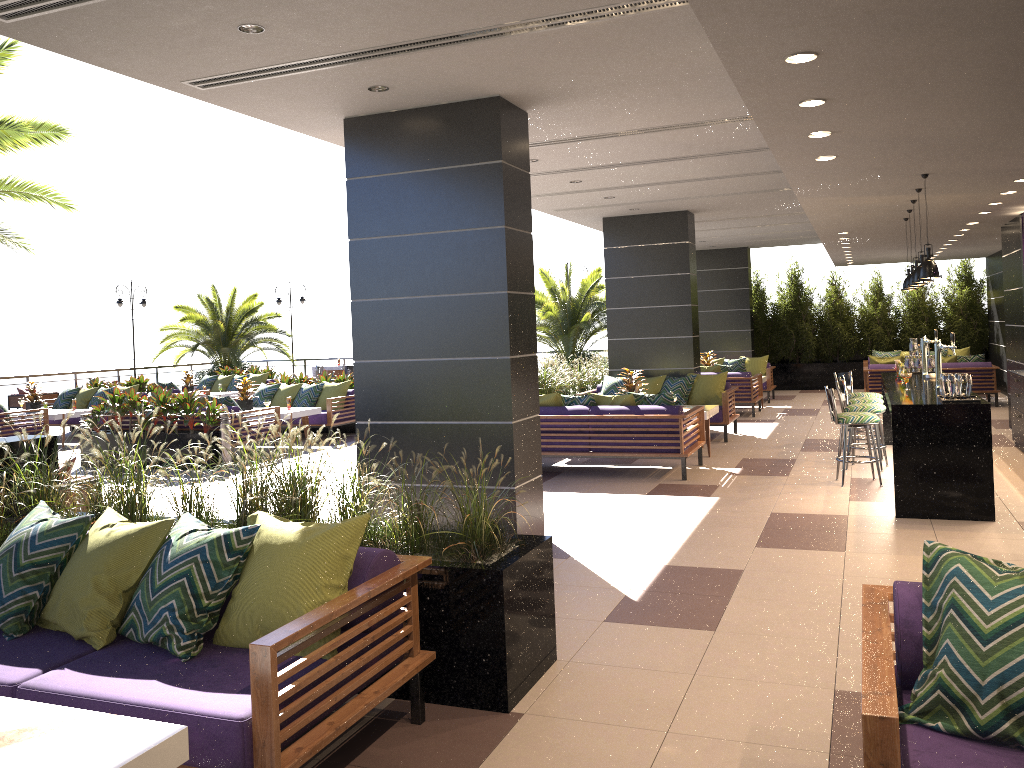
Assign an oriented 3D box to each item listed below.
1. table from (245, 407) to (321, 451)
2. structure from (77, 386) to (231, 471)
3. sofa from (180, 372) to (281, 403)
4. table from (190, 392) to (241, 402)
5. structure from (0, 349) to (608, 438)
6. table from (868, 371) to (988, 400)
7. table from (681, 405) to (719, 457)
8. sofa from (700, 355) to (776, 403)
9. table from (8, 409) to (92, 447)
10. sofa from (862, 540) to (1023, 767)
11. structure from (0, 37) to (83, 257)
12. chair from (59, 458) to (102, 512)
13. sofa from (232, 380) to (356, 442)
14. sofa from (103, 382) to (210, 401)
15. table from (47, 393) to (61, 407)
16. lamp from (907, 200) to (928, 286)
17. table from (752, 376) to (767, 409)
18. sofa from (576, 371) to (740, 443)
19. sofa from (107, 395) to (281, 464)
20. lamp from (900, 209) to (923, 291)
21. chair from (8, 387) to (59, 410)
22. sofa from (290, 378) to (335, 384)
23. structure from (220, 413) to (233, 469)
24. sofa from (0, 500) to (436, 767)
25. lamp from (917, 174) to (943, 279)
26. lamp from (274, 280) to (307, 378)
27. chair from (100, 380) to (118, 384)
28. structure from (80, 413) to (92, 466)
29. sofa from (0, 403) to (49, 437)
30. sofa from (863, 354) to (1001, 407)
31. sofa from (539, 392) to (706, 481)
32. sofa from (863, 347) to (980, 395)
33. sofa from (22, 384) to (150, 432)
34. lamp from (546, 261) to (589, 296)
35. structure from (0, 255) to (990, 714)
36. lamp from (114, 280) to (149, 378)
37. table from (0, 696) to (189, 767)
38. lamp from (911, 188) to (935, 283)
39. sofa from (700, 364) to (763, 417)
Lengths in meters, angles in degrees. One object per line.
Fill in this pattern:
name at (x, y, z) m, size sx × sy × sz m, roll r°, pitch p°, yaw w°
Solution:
table at (-4.038, 0.685, 13.535) m, size 2.035 × 0.553 × 0.943 m, roll -1°, pitch 3°, yaw 22°
structure at (-4.760, 0.609, 11.751) m, size 2.249 × 1.172 × 0.738 m, roll -1°, pitch 1°, yaw 23°
sofa at (-6.363, 0.223, 19.817) m, size 2.124 × 0.919 × 1.121 m, roll -1°, pitch 2°, yaw 22°
table at (-6.784, 0.488, 18.720) m, size 2.035 × 0.553 × 0.943 m, roll -1°, pitch 3°, yaw 22°
structure at (-5.643, 0.353, 15.931) m, size 12.907 × 1.058 × 17.533 m, roll -1°, pitch 4°, yaw 22°
table at (7.892, 0.004, 16.918) m, size 2.035 × 0.553 × 0.943 m, roll -1°, pitch 3°, yaw 22°
table at (1.542, 0.593, 11.286) m, size 2.035 × 0.553 × 0.943 m, roll -1°, pitch 3°, yaw 22°
sofa at (4.233, -0.099, 18.067) m, size 2.124 × 0.919 × 1.121 m, roll -1°, pitch 2°, yaw 22°
table at (-8.187, 0.754, 15.184) m, size 2.035 × 0.553 × 0.943 m, roll -1°, pitch 3°, yaw 22°
sofa at (2.008, 0.933, 2.169) m, size 2.124 × 0.919 × 1.121 m, roll -1°, pitch 2°, yaw 22°
structure at (-7.778, -1.848, 10.606) m, size 4.703 × 6.503 × 4.750 m, roll -1°, pitch 1°, yaw 40°
chair at (-3.447, 0.961, 6.253) m, size 0.713 × 0.816 × 0.716 m, roll -2°, pitch 2°, yaw 22°
sofa at (-3.597, 0.421, 14.608) m, size 2.124 × 0.919 × 1.121 m, roll -1°, pitch 2°, yaw 22°
sofa at (-7.228, 0.385, 17.672) m, size 2.124 × 0.919 × 1.121 m, roll -1°, pitch 2°, yaw 22°
table at (-10.163, 0.507, 20.363) m, size 0.755 × 0.589 × 0.741 m, roll -1°, pitch 2°, yaw 22°
lamp at (4.079, -1.425, 8.938) m, size 0.163 × 0.864 × 0.162 m, roll -2°, pitch 0°, yaw -26°
table at (3.770, 0.171, 16.899) m, size 2.035 × 0.553 × 0.943 m, roll -1°, pitch 3°, yaw 22°
sofa at (2.093, 0.307, 12.675) m, size 2.124 × 0.919 × 1.121 m, roll -1°, pitch 2°, yaw 22°
sofa at (-4.462, 0.583, 12.463) m, size 2.124 × 0.919 × 1.121 m, roll -1°, pitch 2°, yaw 22°
lamp at (4.559, -1.516, 10.148) m, size 0.192 × 0.864 × 1.083 m, roll -2°, pitch 2°, yaw 22°
chair at (-10.517, 0.460, 19.485) m, size 0.714 × 0.816 × 0.715 m, roll -2°, pitch 2°, yaw 22°
sofa at (-3.068, 0.316, 16.019) m, size 2.124 × 0.919 × 1.121 m, roll -1°, pitch 2°, yaw 22°
structure at (-3.659, 0.726, 11.324) m, size 0.100 × 0.700 × 0.180 m, roll -2°, pitch 0°, yaw 22°
sofa at (-1.520, 0.992, 3.572) m, size 2.124 × 0.919 × 1.121 m, roll -1°, pitch 2°, yaw 22°
lamp at (3.435, -1.303, 7.316) m, size 0.163 × 0.864 × 0.162 m, roll -2°, pitch 0°, yaw -26°
lamp at (-6.293, -1.313, 25.327) m, size 1.121 × 3.328 × 0.264 m, roll -2°, pitch 0°, yaw 22°
chair at (-9.812, 0.326, 21.262) m, size 0.714 × 0.816 × 0.715 m, roll -2°, pitch 2°, yaw 22°
structure at (-5.862, 0.763, 12.200) m, size 0.100 × 0.700 × 0.180 m, roll -2°, pitch 0°, yaw 22°
sofa at (-8.614, 0.652, 14.113) m, size 2.124 × 0.919 × 1.121 m, roll -1°, pitch 2°, yaw 22°
sofa at (7.404, -0.090, 15.752) m, size 2.124 × 0.919 × 1.121 m, roll -1°, pitch 2°, yaw 22°
sofa at (1.005, 0.513, 9.935) m, size 2.124 × 0.919 × 1.121 m, roll -1°, pitch 2°, yaw 22°
sofa at (8.352, -0.270, 18.139) m, size 2.124 × 0.919 × 1.121 m, roll -1°, pitch 2°, yaw 22°
sofa at (-7.757, 0.491, 16.261) m, size 2.124 × 0.919 × 1.121 m, roll -1°, pitch 2°, yaw 22°
lamp at (1.455, -1.442, 22.248) m, size 1.121 × 3.328 × 0.264 m, roll -2°, pitch 0°, yaw 22°
structure at (2.623, -0.631, 9.483) m, size 7.811 × 3.121 × 24.770 m, roll -1°, pitch 4°, yaw 22°
lamp at (-9.739, -1.024, 22.795) m, size 0.263 × 3.328 × 1.123 m, roll -2°, pitch 0°, yaw 22°
table at (-1.997, 1.265, 2.368) m, size 2.035 × 0.553 × 0.943 m, roll -1°, pitch 3°, yaw 22°
lamp at (3.762, -1.365, 8.140) m, size 0.163 × 0.864 × 0.162 m, roll -2°, pitch 0°, yaw -26°
sofa at (3.286, 0.080, 15.681) m, size 2.124 × 0.919 × 1.121 m, roll -1°, pitch 2°, yaw 22°
